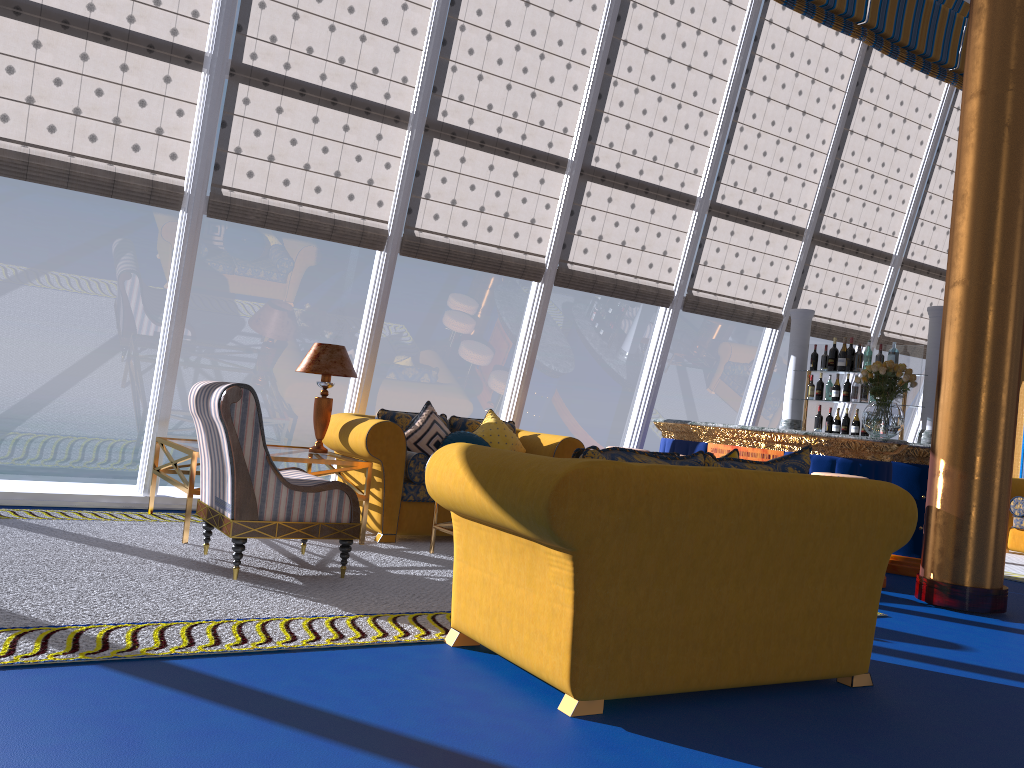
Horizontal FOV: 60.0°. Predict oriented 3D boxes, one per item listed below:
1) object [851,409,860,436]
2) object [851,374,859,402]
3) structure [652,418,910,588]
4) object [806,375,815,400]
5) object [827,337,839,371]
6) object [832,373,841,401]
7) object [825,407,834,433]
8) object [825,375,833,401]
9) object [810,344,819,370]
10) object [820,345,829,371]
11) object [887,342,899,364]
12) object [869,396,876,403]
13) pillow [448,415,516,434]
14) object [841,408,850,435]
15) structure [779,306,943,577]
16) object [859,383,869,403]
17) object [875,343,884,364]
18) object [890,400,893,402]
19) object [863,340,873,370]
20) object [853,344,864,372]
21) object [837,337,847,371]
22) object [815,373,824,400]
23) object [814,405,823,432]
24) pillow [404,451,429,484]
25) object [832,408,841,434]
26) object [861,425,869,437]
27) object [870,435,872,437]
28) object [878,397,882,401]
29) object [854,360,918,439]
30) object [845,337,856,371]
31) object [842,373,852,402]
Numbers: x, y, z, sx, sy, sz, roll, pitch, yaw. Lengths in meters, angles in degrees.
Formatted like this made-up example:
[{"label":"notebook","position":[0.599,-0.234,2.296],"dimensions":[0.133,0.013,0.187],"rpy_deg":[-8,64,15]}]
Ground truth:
[{"label":"object","position":[2.943,0.333,7.582],"dimensions":[0.068,0.244,0.069],"rpy_deg":[4,-2,40]},{"label":"object","position":[2.935,0.036,7.584],"dimensions":[0.056,0.239,0.057],"rpy_deg":[5,-2,33]},{"label":"structure","position":[2.002,0.884,7.125],"dimensions":[0.778,1.065,2.286],"rpy_deg":[7,-2,-42]},{"label":"object","position":[2.666,0.028,7.903],"dimensions":[0.065,0.225,0.066],"rpy_deg":[5,-2,28]},{"label":"object","position":[2.827,-0.258,7.794],"dimensions":[0.082,0.302,0.080],"rpy_deg":[7,-2,-26]},{"label":"object","position":[2.828,0.031,7.720],"dimensions":[0.068,0.244,0.069],"rpy_deg":[4,-2,40]},{"label":"object","position":[2.785,0.327,7.778],"dimensions":[0.066,0.244,0.065],"rpy_deg":[7,-2,-28]},{"label":"object","position":[2.785,0.032,7.786],"dimensions":[0.058,0.230,0.059],"rpy_deg":[5,-2,18]},{"label":"object","position":[2.724,-0.236,7.985],"dimensions":[0.066,0.244,0.065],"rpy_deg":[7,-2,-28]},{"label":"object","position":[2.803,-0.230,7.938],"dimensions":[0.072,0.246,0.073],"rpy_deg":[5,-2,18]},{"label":"object","position":[3.180,-0.220,7.400],"dimensions":[0.091,0.259,0.093],"rpy_deg":[4,-2,41]},{"label":"object","position":[3.055,0.049,7.488],"dimensions":[0.058,0.230,0.059],"rpy_deg":[5,-2,18]},{"label":"pillow","position":[-0.267,0.542,7.124],"dimensions":[0.617,0.546,0.244],"rpy_deg":[7,-2,-35]},{"label":"object","position":[2.877,0.328,7.637],"dimensions":[0.065,0.244,0.066],"rpy_deg":[4,-2,40]},{"label":"structure","position":[2.881,0.430,7.862],"dimensions":[0.778,2.195,2.286],"rpy_deg":[7,-2,-40]},{"label":"object","position":[2.999,0.045,7.537],"dimensions":[0.071,0.232,0.072],"rpy_deg":[5,-2,37]},{"label":"object","position":[3.094,-0.218,7.461],"dimensions":[0.072,0.246,0.073],"rpy_deg":[5,-2,18]},{"label":"object","position":[3.137,0.048,7.362],"dimensions":[0.072,0.244,0.071],"rpy_deg":[6,-2,-11]},{"label":"object","position":[3.017,-0.235,7.518],"dimensions":[0.070,0.271,0.069],"rpy_deg":[6,-2,-21]},{"label":"object","position":[2.970,-0.222,7.603],"dimensions":[0.076,0.247,0.077],"rpy_deg":[5,-2,22]},{"label":"object","position":[2.882,-0.256,7.704],"dimensions":[0.086,0.302,0.084],"rpy_deg":[7,-2,-37]},{"label":"object","position":[2.729,0.022,7.853],"dimensions":[0.065,0.244,0.066],"rpy_deg":[4,-2,40]},{"label":"object","position":[2.711,0.305,7.834],"dimensions":[0.070,0.242,0.072],"rpy_deg":[4,-2,40]},{"label":"pillow","position":[-0.738,0.581,6.322],"dimensions":[0.176,0.219,0.369],"rpy_deg":[7,-2,-32]},{"label":"object","position":[2.828,0.329,7.711],"dimensions":[0.068,0.244,0.069],"rpy_deg":[4,-2,40]},{"label":"object","position":[3.002,0.340,7.524],"dimensions":[0.065,0.244,0.066],"rpy_deg":[4,-2,40]},{"label":"object","position":[3.067,0.334,7.482],"dimensions":[0.068,0.269,0.069],"rpy_deg":[5,-2,19]},{"label":"object","position":[3.092,0.046,7.429],"dimensions":[0.068,0.244,0.069],"rpy_deg":[4,-2,40]},{"label":"object","position":[2.711,-6.835,4.532],"dimensions":[63.828,33.595,62.735],"rpy_deg":[7,-2,-25]},{"label":"object","position":[2.928,-0.253,7.676],"dimensions":[0.082,0.302,0.081],"rpy_deg":[6,-2,-15]},{"label":"object","position":[2.892,0.031,7.648],"dimensions":[0.065,0.244,0.066],"rpy_deg":[4,-2,40]}]
